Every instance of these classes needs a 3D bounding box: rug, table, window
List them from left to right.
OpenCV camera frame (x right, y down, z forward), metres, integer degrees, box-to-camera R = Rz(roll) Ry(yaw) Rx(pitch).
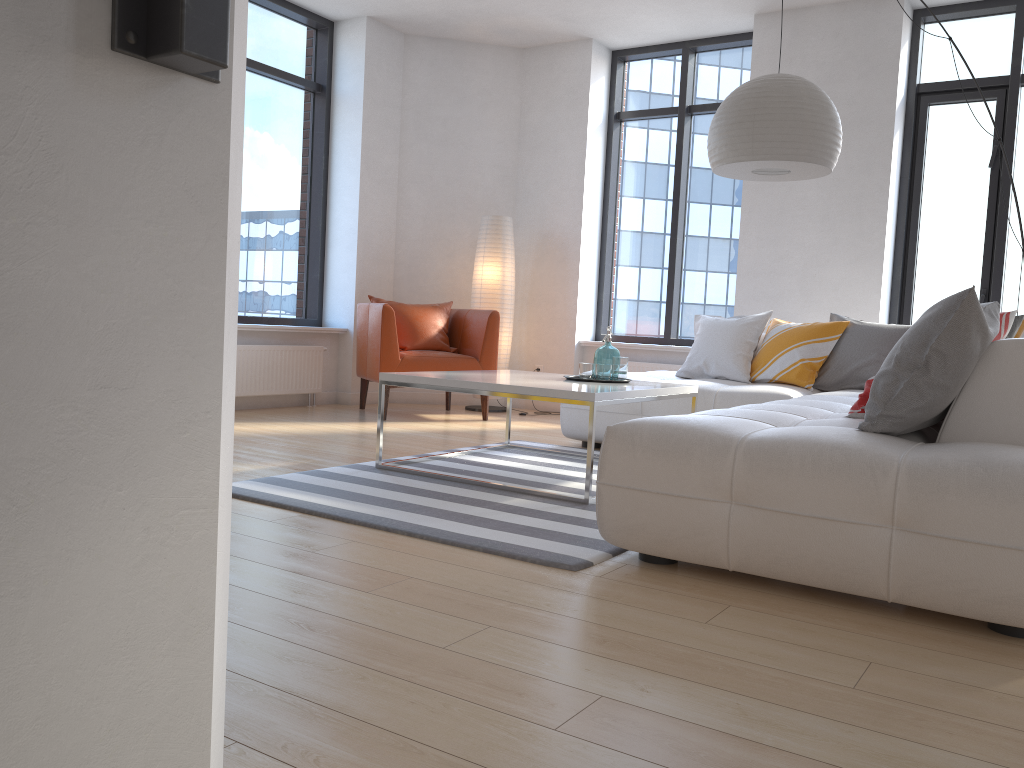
[{"bbox_3d":[-2.061,-1.636,6.281,0.170,2.402,1.960,5,4,32],"label":"window"},{"bbox_3d":[0.109,0.431,3.920,1.662,0.016,2.326,5,4,32],"label":"rug"},{"bbox_3d":[0.144,0.194,4.167,1.091,0.435,1.091,5,4,32],"label":"table"},{"bbox_3d":[1.353,-1.508,7.124,1.310,2.402,0.170,5,4,32],"label":"window"},{"bbox_3d":[3.286,-1.326,5.888,1.310,2.402,0.170,5,4,32],"label":"window"}]

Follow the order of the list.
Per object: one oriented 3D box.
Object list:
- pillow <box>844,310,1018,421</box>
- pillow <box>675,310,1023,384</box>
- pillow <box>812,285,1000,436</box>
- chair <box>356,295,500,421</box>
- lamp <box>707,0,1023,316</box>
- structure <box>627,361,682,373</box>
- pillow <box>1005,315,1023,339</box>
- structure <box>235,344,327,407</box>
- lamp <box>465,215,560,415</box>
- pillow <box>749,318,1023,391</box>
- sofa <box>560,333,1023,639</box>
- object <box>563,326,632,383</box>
[{"bbox_3d":[1.876,-0.066,3.705,0.575,0.449,2.250,5,4,30],"label":"pillow"},{"bbox_3d":[1.603,-0.175,4.740,0.580,0.456,2.156,1,4,-31],"label":"pillow"},{"bbox_3d":[1.547,-0.120,3.800,0.647,0.453,2.953,4,4,20],"label":"pillow"},{"bbox_3d":[-0.666,-0.202,6.514,0.896,0.858,0.843,1,4,-25],"label":"chair"},{"bbox_3d":[2.385,-0.816,4.650,3.199,2.647,0.710,2,4,-21],"label":"lamp"},{"bbox_3d":[1.117,0.067,6.930,1.015,0.460,0.110,5,4,32],"label":"structure"},{"bbox_3d":[2.047,-0.101,3.983,0.608,0.436,2.120,5,4,28],"label":"pillow"},{"bbox_3d":[-1.850,-0.046,6.231,0.110,0.460,1.474,5,4,32],"label":"structure"},{"bbox_3d":[0.069,-0.545,7.092,0.804,1.550,0.502,3,4,-7],"label":"lamp"},{"bbox_3d":[1.705,-0.132,4.440,0.630,0.440,2.095,2,4,-10],"label":"pillow"},{"bbox_3d":[1.126,0.114,4.084,2.614,0.732,3.424,5,4,32],"label":"sofa"},{"bbox_3d":[0.419,-0.148,4.259,0.330,0.265,0.330,1,4,-33],"label":"object"}]
